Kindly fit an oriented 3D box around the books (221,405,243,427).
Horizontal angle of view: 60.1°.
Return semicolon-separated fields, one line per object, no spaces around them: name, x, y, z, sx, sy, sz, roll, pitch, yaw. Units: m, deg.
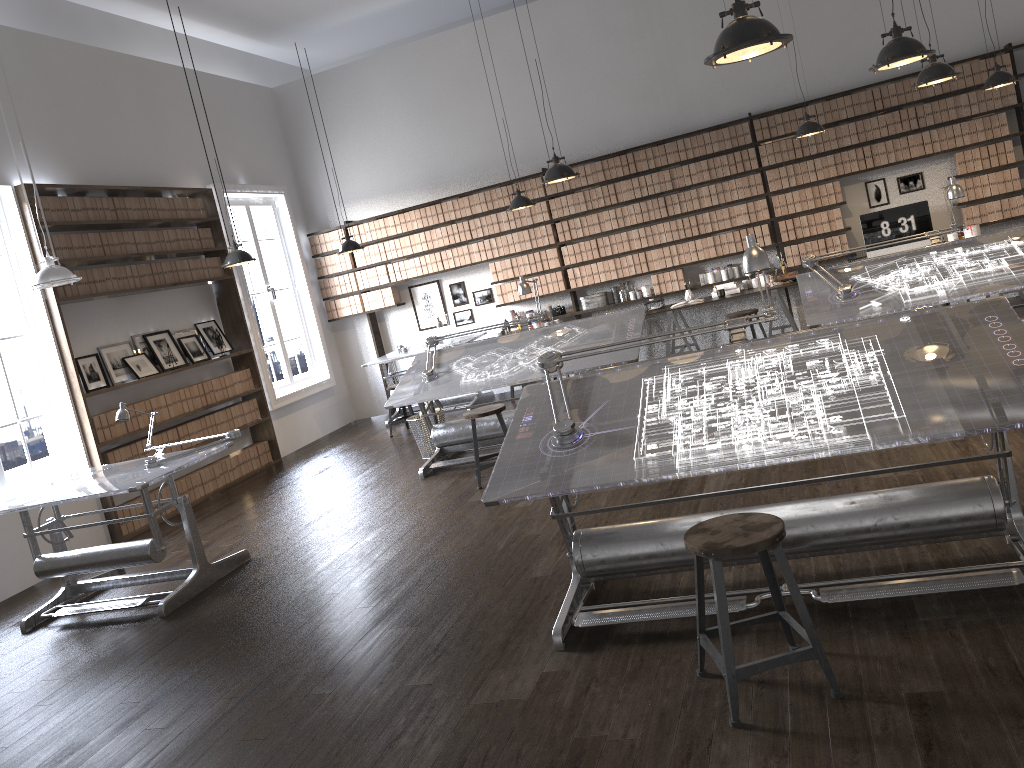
books;-2.912;0.343;9.197;0.174;0.224;0.067;-11;5;18

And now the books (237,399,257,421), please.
books;-2.839;0.292;9.452;0.174;0.225;0.067;-11;5;18

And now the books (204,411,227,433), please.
books;-2.992;0.398;8.930;0.174;0.225;0.067;-11;5;18

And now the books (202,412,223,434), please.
books;-3.010;0.411;8.860;0.174;0.225;0.067;-11;5;18

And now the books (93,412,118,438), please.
books;-3.473;0.364;7.535;0.174;0.225;0.067;-11;5;18

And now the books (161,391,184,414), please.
books;-3.224;0.192;8.390;0.174;0.225;0.067;-11;5;18

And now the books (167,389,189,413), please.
books;-3.200;0.178;8.455;0.174;0.225;0.067;-11;5;18

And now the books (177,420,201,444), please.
books;-3.112;0.479;8.529;0.174;0.225;0.067;-11;5;18

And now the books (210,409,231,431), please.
books;-2.976;0.385;8.997;0.174;0.225;0.067;-11;5;18

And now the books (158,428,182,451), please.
books;-3.197;0.535;8.258;0.174;0.225;0.067;-11;5;18

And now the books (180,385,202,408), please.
books;-3.142;0.138;8.653;0.174;0.224;0.067;-11;5;18

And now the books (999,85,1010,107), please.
books;4.832;-2.830;8.720;0.066;0.224;0.176;-12;6;19

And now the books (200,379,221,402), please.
books;-3.056;0.080;8.933;0.174;0.225;0.067;-11;5;18

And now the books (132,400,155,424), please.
books;-3.339;0.271;8.002;0.174;0.225;0.067;-11;5;18

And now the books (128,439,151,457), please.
books;-3.310;0.614;7.868;0.174;0.224;0.067;-11;5;18

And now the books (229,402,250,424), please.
books;-2.872;0.318;9.319;0.174;0.225;0.067;-11;5;18

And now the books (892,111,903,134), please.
books;3.916;-2.655;9.023;0.066;0.224;0.176;-12;6;18

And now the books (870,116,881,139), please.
books;3.722;-2.618;9.086;0.066;0.225;0.176;-12;6;18

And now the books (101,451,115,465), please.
books;-3.429;0.695;7.462;0.174;0.225;0.067;-11;5;18

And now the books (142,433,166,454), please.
books;-3.257;0.576;8.056;0.174;0.225;0.067;-11;5;18

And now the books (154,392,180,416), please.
books;-3.242;0.205;8.324;0.174;0.225;0.067;-11;5;18

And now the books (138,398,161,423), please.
books;-3.314;0.257;8.064;0.174;0.225;0.067;-11;5;18

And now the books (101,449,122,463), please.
books;-3.408;0.681;7.531;0.174;0.225;0.067;-11;5;18

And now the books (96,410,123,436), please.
books;-3.459;0.353;7.596;0.174;0.224;0.067;-11;5;18

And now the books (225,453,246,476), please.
books;-2.844;0.839;9.087;0.174;0.225;0.067;-11;5;18

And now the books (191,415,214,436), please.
books;-3.052;0.438;8.733;0.174;0.224;0.067;-11;5;18

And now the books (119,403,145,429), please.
books;-3.375;0.297;7.866;0.174;0.225;0.067;-11;5;18

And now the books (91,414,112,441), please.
books;-3.493;0.378;7.466;0.174;0.225;0.067;-11;5;18

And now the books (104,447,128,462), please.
books;-3.391;0.668;7.601;0.174;0.225;0.067;-11;5;18

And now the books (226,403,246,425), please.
books;-2.896;0.331;9.257;0.174;0.224;0.067;-11;5;18

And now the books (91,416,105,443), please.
books;-3.517;0.393;7.399;0.174;0.225;0.067;-11;5;18

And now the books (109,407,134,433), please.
books;-3.416;0.325;7.727;0.174;0.225;0.067;-11;5;18

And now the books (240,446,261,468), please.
books;-2.770;0.786;9.354;0.174;0.225;0.067;-11;5;18

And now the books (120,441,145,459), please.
books;-3.329;0.627;7.799;0.174;0.225;0.067;-11;5;18

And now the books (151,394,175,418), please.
books;-3.258;0.218;8.256;0.174;0.225;0.067;-11;5;18

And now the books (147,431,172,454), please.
books;-3.237;0.562;8.123;0.174;0.225;0.067;-11;5;18

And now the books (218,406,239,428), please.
books;-2.931;0.357;9.128;0.174;0.225;0.067;-11;5;18

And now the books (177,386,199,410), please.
books;-3.156;0.149;8.592;0.174;0.225;0.067;-11;5;18

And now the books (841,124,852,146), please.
books;3.459;-2.568;9.173;0.066;0.224;0.176;-12;6;19

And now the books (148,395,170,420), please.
books;-3.280;0.232;8.188;0.174;0.224;0.067;-11;5;18

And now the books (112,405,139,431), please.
books;-3.400;0.312;7.800;0.174;0.225;0.067;-11;5;18

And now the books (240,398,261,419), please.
books;-2.815;0.278;9.518;0.174;0.225;0.067;-11;5;18

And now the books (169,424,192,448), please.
books;-3.155;0.506;8.399;0.174;0.224;0.067;-11;5;18

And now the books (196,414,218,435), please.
books;-3.030;0.425;8.791;0.174;0.225;0.067;-11;5;18

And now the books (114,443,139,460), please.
books;-3.353;0.641;7.734;0.174;0.225;0.067;-11;5;18

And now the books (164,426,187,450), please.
books;-3.171;0.520;8.327;0.174;0.225;0.067;-11;5;18

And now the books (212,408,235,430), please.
books;-2.955;0.371;9.063;0.174;0.225;0.067;-11;5;18

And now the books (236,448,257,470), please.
books;-2.786;0.799;9.286;0.174;0.225;0.067;-11;5;18

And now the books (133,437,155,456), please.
books;-3.294;0.602;7.928;0.174;0.224;0.067;-11;5;18

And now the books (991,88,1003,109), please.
books;4.769;-2.817;8.736;0.066;0.225;0.176;-12;6;18

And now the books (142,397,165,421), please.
books;-3.300;0.244;8.129;0.174;0.224;0.067;-11;5;18

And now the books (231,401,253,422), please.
books;-2.859;0.306;9.385;0.174;0.225;0.067;-11;5;18

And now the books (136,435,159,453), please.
books;-3.271;0.588;7.990;0.174;0.225;0.067;-11;5;18

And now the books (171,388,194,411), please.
books;-3.176;0.163;8.523;0.174;0.225;0.067;-11;5;18

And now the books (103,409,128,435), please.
books;-3.442;0.340;7.659;0.174;0.224;0.067;-11;5;18

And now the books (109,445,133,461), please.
books;-3.375;0.655;7.668;0.174;0.225;0.067;-11;5;18

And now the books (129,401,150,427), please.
books;-3.359;0.284;7.935;0.174;0.225;0.067;-11;5;18
